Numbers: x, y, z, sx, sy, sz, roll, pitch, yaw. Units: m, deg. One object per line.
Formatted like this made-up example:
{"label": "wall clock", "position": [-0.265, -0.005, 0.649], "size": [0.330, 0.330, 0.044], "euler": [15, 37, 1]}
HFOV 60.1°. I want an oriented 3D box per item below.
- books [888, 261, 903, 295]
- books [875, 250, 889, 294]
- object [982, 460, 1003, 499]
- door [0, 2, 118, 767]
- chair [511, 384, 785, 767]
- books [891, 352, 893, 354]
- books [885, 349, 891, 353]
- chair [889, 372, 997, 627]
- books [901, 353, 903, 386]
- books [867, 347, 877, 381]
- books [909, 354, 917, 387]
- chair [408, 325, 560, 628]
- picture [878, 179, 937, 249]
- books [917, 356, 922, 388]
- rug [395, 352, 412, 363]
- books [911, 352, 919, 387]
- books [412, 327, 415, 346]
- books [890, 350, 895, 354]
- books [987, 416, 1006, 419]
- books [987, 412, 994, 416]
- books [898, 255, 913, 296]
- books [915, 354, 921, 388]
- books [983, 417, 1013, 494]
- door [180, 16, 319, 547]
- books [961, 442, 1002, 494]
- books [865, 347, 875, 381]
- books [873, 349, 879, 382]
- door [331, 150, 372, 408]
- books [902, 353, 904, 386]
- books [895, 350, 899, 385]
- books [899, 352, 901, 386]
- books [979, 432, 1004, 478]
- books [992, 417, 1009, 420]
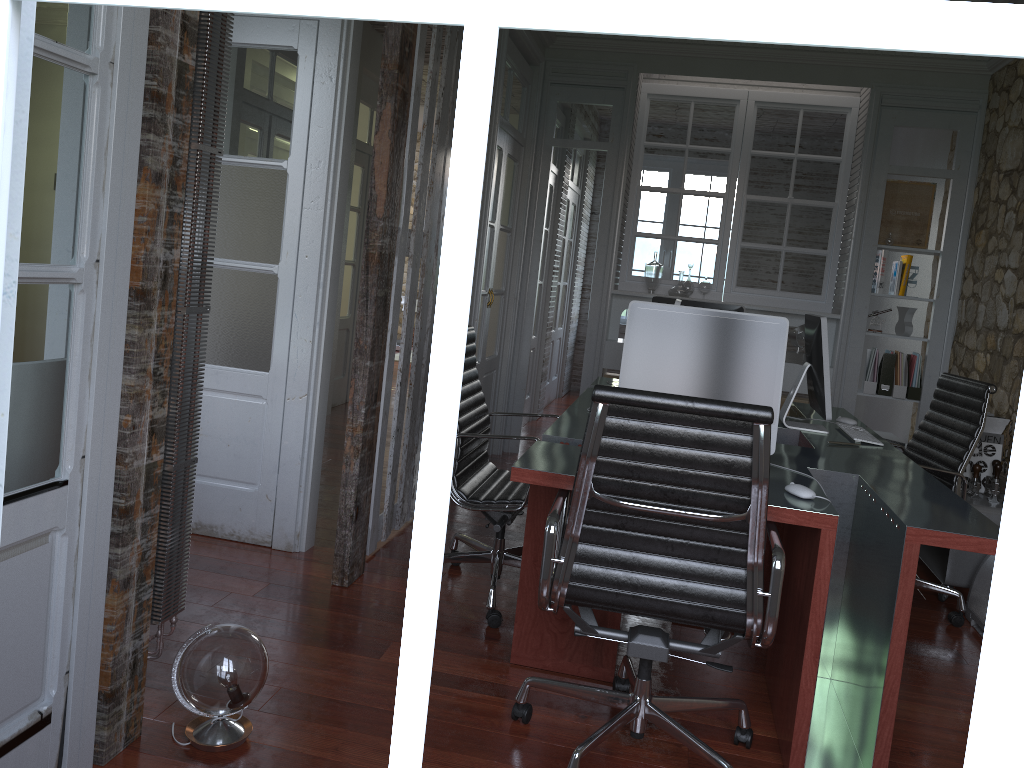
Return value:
{"label": "books", "position": [2.519, -0.693, 5.815], "size": [0.026, 0.222, 0.162], "euler": [7, 5, 10]}
{"label": "books", "position": [2.427, -0.740, 5.856], "size": [0.042, 0.285, 0.216], "euler": [7, 5, 10]}
{"label": "object", "position": [2.252, 0.439, 4.134], "size": [0.048, 0.175, 0.088], "euler": [5, 5, -16]}
{"label": "door", "position": [-1.012, -0.108, 1.395], "size": [0.041, 2.172, 1.164], "euler": [7, 5, 10]}
{"label": "chair", "position": [0.371, 0.498, 2.388], "size": [0.666, 1.018, 0.701], "euler": [8, 5, 15]}
{"label": "books", "position": [2.466, -0.075, 5.821], "size": [0.030, 0.282, 0.180], "euler": [7, 5, 15]}
{"label": "books", "position": [2.445, -0.081, 5.830], "size": [0.039, 0.287, 0.194], "euler": [7, 5, 15]}
{"label": "chair", "position": [1.600, 0.450, 3.780], "size": [0.699, 1.019, 0.668], "euler": [7, 5, 6]}
{"label": "books", "position": [2.546, -0.063, 5.804], "size": [0.043, 0.280, 0.194], "euler": [7, 5, 16]}
{"label": "books", "position": [2.377, -0.098, 5.870], "size": [0.038, 0.295, 0.180], "euler": [8, 5, 18]}
{"label": "books", "position": [2.609, -0.054, 5.810], "size": [0.024, 0.276, 0.194], "euler": [7, 5, 14]}
{"label": "chair", "position": [0.003, 0.322, 3.432], "size": [0.699, 1.019, 0.668], "euler": [7, 5, 5]}
{"label": "picture", "position": [2.554, -1.100, 5.747], "size": [0.326, 0.433, 0.009], "euler": [7, 4, 11]}
{"label": "books", "position": [2.653, -0.050, 5.800], "size": [0.024, 0.281, 0.194], "euler": [7, 5, 14]}
{"label": "rug", "position": [-1.017, -0.304, 11.291], "size": [1.069, 0.016, 1.072], "euler": [8, 8, 10]}
{"label": "books", "position": [2.630, -0.060, 5.813], "size": [0.030, 0.289, 0.180], "euler": [7, 5, 14]}
{"label": "books", "position": [-1.352, -0.658, 12.160], "size": [0.044, 0.269, 0.140], "euler": [7, 5, 10]}
{"label": "books", "position": [2.480, -0.076, 5.820], "size": [0.009, 0.287, 0.194], "euler": [7, 5, 15]}
{"label": "books", "position": [2.251, 0.324, 4.325], "size": [0.258, 0.353, 0.050], "euler": [7, 4, 11]}
{"label": "books", "position": [2.288, 0.304, 4.523], "size": [0.259, 0.349, 0.065], "euler": [7, 4, 11]}
{"label": "books", "position": [2.560, -0.710, 5.804], "size": [0.055, 0.267, 0.193], "euler": [7, 5, 10]}
{"label": "books", "position": [2.640, -0.057, 5.803], "size": [0.013, 0.287, 0.194], "euler": [7, 5, 14]}
{"label": "books", "position": [2.247, 0.331, 4.272], "size": [0.272, 0.353, 0.063], "euler": [7, 4, 11]}
{"label": "door", "position": [-1.392, -0.458, 3.756], "size": [1.059, 2.170, 0.041], "euler": [7, 4, 11]}
{"label": "books", "position": [2.210, 0.392, 4.212], "size": [0.197, 0.239, 0.058], "euler": [7, 5, 11]}
{"label": "books", "position": [2.361, -0.097, 5.868], "size": [0.037, 0.286, 0.194], "euler": [8, 5, 18]}
{"label": "books", "position": [2.400, -0.088, 5.855], "size": [0.022, 0.287, 0.194], "euler": [8, 5, 18]}
{"label": "door", "position": [-1.306, -0.873, 7.396], "size": [0.041, 2.077, 1.080], "euler": [7, 5, 10]}
{"label": "books", "position": [2.555, -0.059, 5.802], "size": [0.046, 0.286, 0.194], "euler": [7, 5, 16]}
{"label": "books", "position": [2.529, -0.075, 5.817], "size": [0.045, 0.281, 0.180], "euler": [7, 5, 16]}
{"label": "books", "position": [2.538, -0.068, 5.808], "size": [0.046, 0.286, 0.194], "euler": [7, 5, 16]}
{"label": "books", "position": [2.220, 0.367, 4.245], "size": [0.222, 0.281, 0.061], "euler": [7, 4, 11]}
{"label": "books", "position": [2.250, 0.328, 4.302], "size": [0.259, 0.351, 0.070], "euler": [7, 4, 11]}
